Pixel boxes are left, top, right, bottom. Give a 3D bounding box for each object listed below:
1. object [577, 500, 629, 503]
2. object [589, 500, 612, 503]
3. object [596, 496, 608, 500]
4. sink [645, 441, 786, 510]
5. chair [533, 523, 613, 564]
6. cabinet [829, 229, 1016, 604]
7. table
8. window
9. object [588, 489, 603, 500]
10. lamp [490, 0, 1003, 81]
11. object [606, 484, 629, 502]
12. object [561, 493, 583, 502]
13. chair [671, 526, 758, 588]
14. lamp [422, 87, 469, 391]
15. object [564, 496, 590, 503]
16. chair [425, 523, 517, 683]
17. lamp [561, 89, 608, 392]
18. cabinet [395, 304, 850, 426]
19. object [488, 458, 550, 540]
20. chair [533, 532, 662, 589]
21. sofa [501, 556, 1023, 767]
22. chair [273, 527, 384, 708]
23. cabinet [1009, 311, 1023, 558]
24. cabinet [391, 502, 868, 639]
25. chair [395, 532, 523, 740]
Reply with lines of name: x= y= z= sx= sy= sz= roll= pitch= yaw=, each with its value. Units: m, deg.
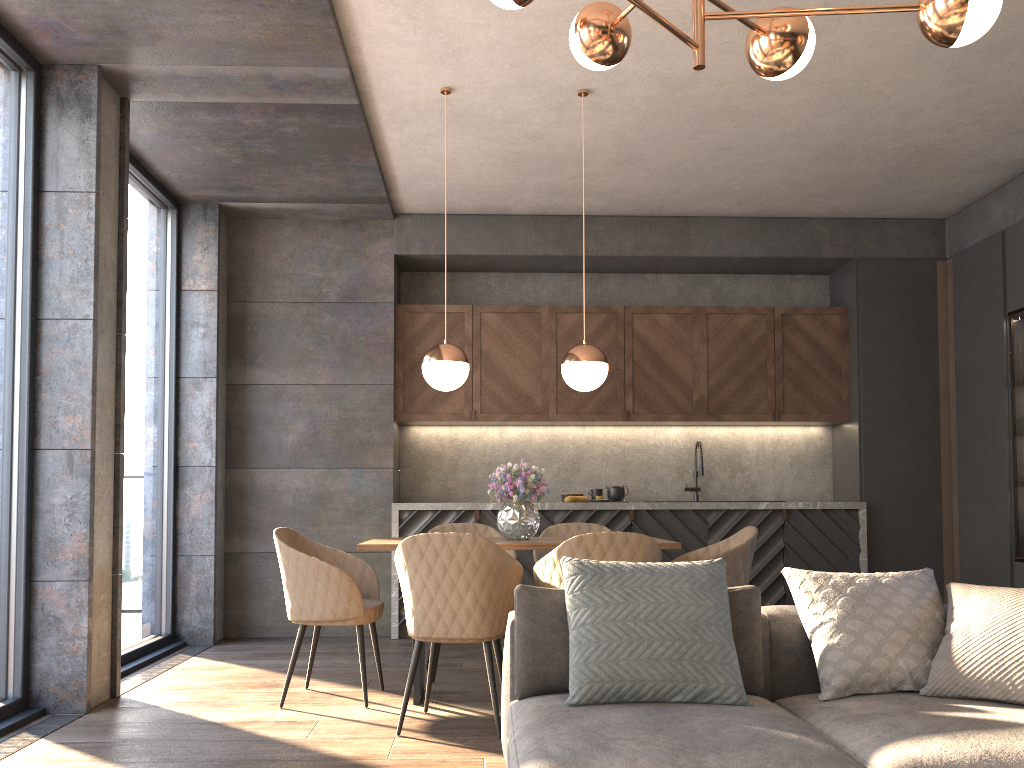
object: x=0.593 y=0.867 z=6.531 sx=0.490 sy=0.040 sz=0.286 roll=1 pitch=-8 yaw=-7
object: x=0.650 y=0.862 z=6.492 sx=0.170 sy=0.020 sz=0.171 roll=-3 pitch=-8 yaw=23
object: x=0.650 y=0.844 z=6.492 sx=0.120 sy=0.045 sz=0.117 roll=0 pitch=-7 yaw=3
sink: x=1.505 y=0.693 z=6.647 sx=0.962 sy=0.544 sz=0.464 roll=0 pitch=-5 yaw=-2
chair: x=0.392 y=1.200 z=4.940 sx=0.555 sy=0.832 sz=0.513 roll=0 pitch=-4 yaw=-3
cabinet: x=3.136 y=0.424 z=6.376 sx=1.187 sy=2.742 sz=1.209 roll=0 pitch=-3 yaw=-2
table: x=0.026 y=1.156 z=4.362 sx=1.466 sy=0.765 sz=0.774 roll=0 pitch=-5 yaw=-2
window: x=-2.149 y=-0.227 z=2.337 sx=0.199 sy=2.979 sz=7.321 roll=0 pitch=-7 yaw=-2
object: x=0.636 y=0.842 z=6.661 sx=0.090 sy=0.103 sz=0.112 roll=-3 pitch=-6 yaw=30
lamp: x=0.357 y=-1.274 z=2.299 sx=1.465 sy=1.033 sz=1.020 roll=3 pitch=-6 yaw=-26
object: x=0.790 y=0.826 z=6.664 sx=0.136 sy=0.136 sz=0.153 roll=3 pitch=-6 yaw=-29
object: x=0.454 y=0.858 z=6.660 sx=0.157 sy=0.067 sz=0.117 roll=2 pitch=-7 yaw=-17
chair: x=0.945 y=1.122 z=4.370 sx=0.510 sy=0.832 sz=0.558 roll=0 pitch=-4 yaw=2
lamp: x=-0.334 y=-0.731 z=4.459 sx=0.239 sy=1.537 sz=0.240 roll=0 pitch=-3 yaw=4
object: x=0.487 y=0.852 z=6.513 sx=0.071 sy=0.054 sz=0.302 roll=-5 pitch=-9 yaw=39
chair: x=-0.259 y=1.201 z=4.938 sx=0.555 sy=0.832 sz=0.513 roll=0 pitch=-4 yaw=-8
lamp: x=0.365 y=-0.729 z=4.485 sx=0.239 sy=1.537 sz=0.240 roll=1 pitch=-3 yaw=-26
cabinet: x=0.831 y=-0.130 z=6.735 sx=3.392 sy=0.862 sz=0.371 roll=0 pitch=-3 yaw=-2
object: x=0.035 y=0.574 z=4.417 sx=0.298 sy=0.407 sz=0.330 roll=3 pitch=-5 yaw=-32
chair: x=0.378 y=1.048 z=3.810 sx=0.555 sy=0.832 sz=0.513 roll=0 pitch=-4 yaw=-8
sofa: x=1.029 y=0.794 z=1.737 sx=2.023 sy=0.779 sz=2.933 roll=0 pitch=-7 yaw=-2
chair: x=-0.891 y=1.121 z=4.331 sx=0.510 sy=0.832 sz=0.558 roll=0 pitch=-4 yaw=2
cabinet: x=3.461 y=0.274 z=5.286 sx=0.337 sy=1.577 sz=1.005 roll=0 pitch=-4 yaw=-2
cabinet: x=0.839 y=1.355 z=6.555 sx=3.391 sy=0.946 sz=0.604 roll=0 pitch=-4 yaw=-2
chair: x=-0.234 y=1.046 z=3.784 sx=0.555 sy=0.832 sz=0.513 roll=-1 pitch=-4 yaw=7
